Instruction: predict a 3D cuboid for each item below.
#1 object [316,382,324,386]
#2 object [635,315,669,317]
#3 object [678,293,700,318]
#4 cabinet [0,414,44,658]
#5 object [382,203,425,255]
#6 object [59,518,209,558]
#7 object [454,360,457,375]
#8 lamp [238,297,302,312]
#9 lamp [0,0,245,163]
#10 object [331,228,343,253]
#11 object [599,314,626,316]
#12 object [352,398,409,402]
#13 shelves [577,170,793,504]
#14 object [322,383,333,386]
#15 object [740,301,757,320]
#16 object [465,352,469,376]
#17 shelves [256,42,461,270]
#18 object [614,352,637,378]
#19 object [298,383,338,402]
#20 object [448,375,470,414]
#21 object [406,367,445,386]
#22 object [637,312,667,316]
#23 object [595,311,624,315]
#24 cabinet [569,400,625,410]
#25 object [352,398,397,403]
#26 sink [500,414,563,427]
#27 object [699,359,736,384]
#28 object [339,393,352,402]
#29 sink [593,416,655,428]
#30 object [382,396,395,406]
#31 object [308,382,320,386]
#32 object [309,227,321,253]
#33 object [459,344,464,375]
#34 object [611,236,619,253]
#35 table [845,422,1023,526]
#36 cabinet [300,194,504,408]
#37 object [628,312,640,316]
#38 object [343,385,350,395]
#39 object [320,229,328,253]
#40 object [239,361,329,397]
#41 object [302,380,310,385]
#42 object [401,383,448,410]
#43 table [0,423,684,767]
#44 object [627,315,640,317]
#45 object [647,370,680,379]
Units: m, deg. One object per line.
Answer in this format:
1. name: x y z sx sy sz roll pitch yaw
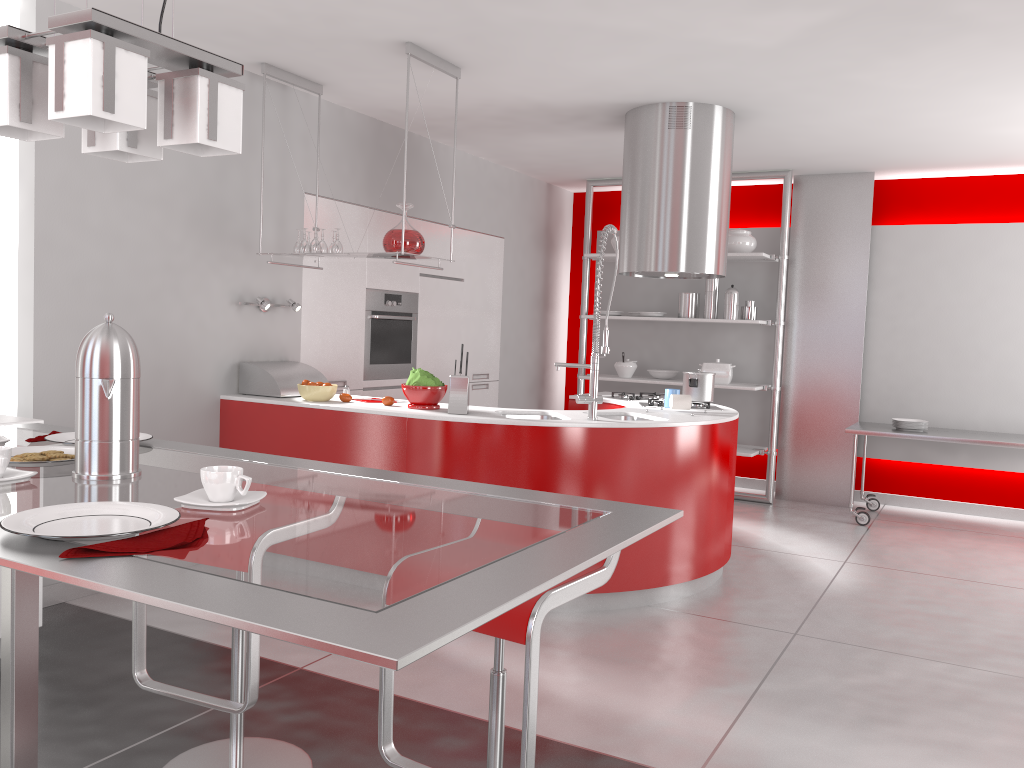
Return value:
1. object: -1.003 0.013 4.626 0.066 0.049 0.062 4 4 25
2. object: 1.145 -0.552 7.270 0.280 0.015 0.280 0 4 -32
3. object: 1.428 -0.633 7.192 0.184 0.205 0.172 5 4 33
4. cabinet: -2.462 0.585 2.690 0.610 0.880 1.802 4 4 28
5. object: -0.542 -0.772 4.463 0.213 0.266 0.213 0 4 -33
6. object: -0.435 0.195 1.109 0.095 0.012 0.234 4 4 27
7. object: -0.274 -0.017 4.229 0.009 0.197 0.091 2 3 -1
8. lamp: -1.309 -0.434 4.882 0.155 0.081 0.454 4 4 28
9. lamp: -0.658 -0.921 1.472 0.304 1.025 0.304 4 4 28
10. object: -0.903 -0.732 4.589 0.060 0.141 0.060 4 4 28
11. object: 0.817 -0.577 7.463 0.280 0.015 0.280 1 4 -25
12. object: -0.685 0.083 4.692 0.375 0.008 0.041 3 4 5
13. shelves: 1.350 -0.406 7.307 1.735 2.599 0.535 4 4 28
14. object: -0.957 0.017 4.579 0.066 0.049 0.062 5 4 36
15. object: 1.884 -0.582 7.055 0.127 0.157 0.127 5 4 39
16. object: -0.220 -0.013 4.228 0.012 0.279 0.130 2 3 -1
17. shelves: -0.792 -1.117 4.563 0.934 1.023 0.462 4 4 28
18. object: 0.957 -0.161 7.456 0.192 0.214 0.192 3 4 15
19. object: -1.005 0.046 4.578 0.201 0.086 0.201 4 4 29
20. object: -0.251 0.047 4.214 0.091 0.178 0.137 2 3 1
21. object: -0.423 0.010 4.380 0.198 0.182 0.193 5 4 34
22. object: 1.146 -0.565 7.270 0.244 0.042 0.244 3 4 13
23. object: 0.818 -0.590 7.462 0.244 0.042 0.244 3 4 13
24. cabinet: -0.230 0.500 5.015 1.875 0.761 1.025 1 4 -16
25. object: -0.741 0.087 4.703 0.168 0.006 0.266 0 4 -35
26. sink: 0.092 0.255 4.285 0.326 0.172 0.428 2 4 -11
27. object: 1.653 -0.104 7.145 0.282 0.197 0.235 3 4 18
28. object: -0.857 0.072 4.566 0.065 0.047 0.063 4 4 28
29. sink: 0.558 0.265 4.425 0.326 0.172 0.428 1 4 -23
30. object: -0.622 0.085 4.463 0.064 0.048 0.063 3 4 6
31. object: -1.020 0.015 4.566 0.065 0.052 0.062 3 4 13
32. object: -1.009 -0.734 4.551 0.060 0.141 0.060 3 4 5
33. object: -0.247 -0.030 4.236 0.014 0.322 0.150 2 3 -1
34. object: 0.946 -1.171 7.457 0.231 0.191 0.231 1 4 -21
35. table: 3.221 0.695 6.228 1.627 0.682 0.749 4 4 29
36. cabinet: -0.940 -0.156 6.407 0.614 2.026 2.398 4 4 28
37. object: 1.109 -0.584 7.558 0.244 0.042 0.244 4 4 20
38. object: -0.908 0.040 4.870 0.043 0.066 0.042 5 5 41
39. object: -0.991 -0.738 4.635 0.060 0.141 0.060 4 4 28
40. object: -1.242 -0.032 4.880 0.300 0.170 0.400 4 4 28
41. object: -1.063 0.007 4.609 0.055 0.058 0.066 3 4 14
42. object: -0.434 0.062 4.387 0.229 0.118 0.228 2 3 0
43. table: -0.674 0.666 1.542 1.700 1.000 0.800 4 4 28
44. object: 1.108 -0.571 7.558 0.280 0.015 0.280 1 4 -25
45. object: 1.270 -0.077 7.458 0.272 0.072 0.272 2 4 -8
